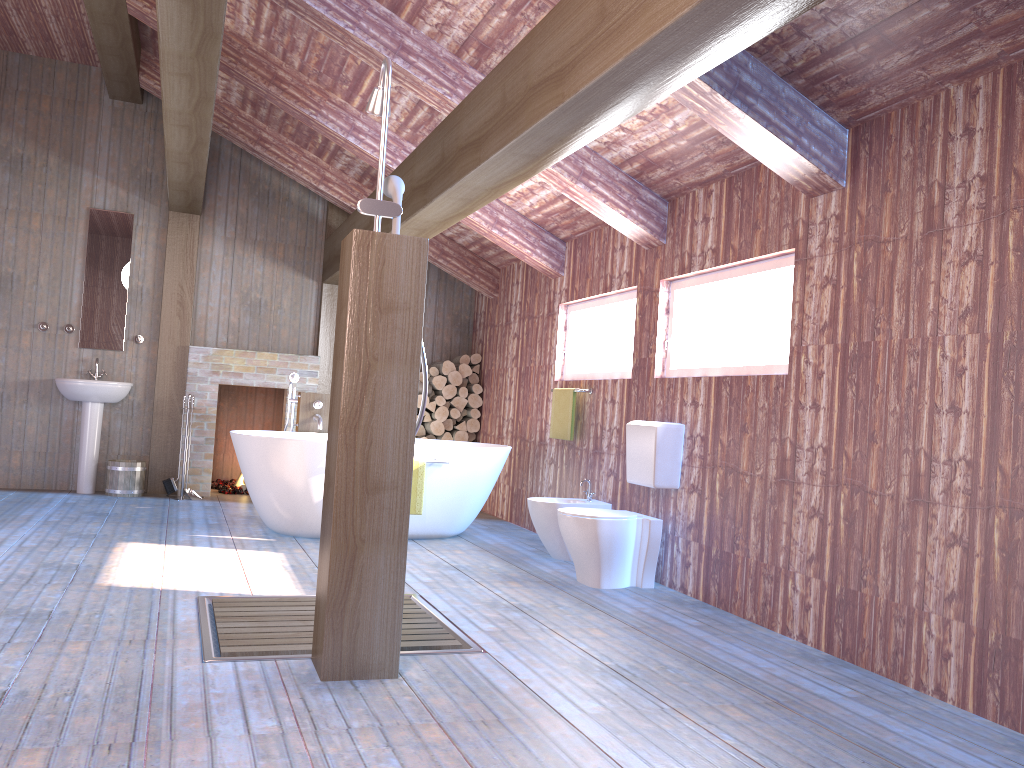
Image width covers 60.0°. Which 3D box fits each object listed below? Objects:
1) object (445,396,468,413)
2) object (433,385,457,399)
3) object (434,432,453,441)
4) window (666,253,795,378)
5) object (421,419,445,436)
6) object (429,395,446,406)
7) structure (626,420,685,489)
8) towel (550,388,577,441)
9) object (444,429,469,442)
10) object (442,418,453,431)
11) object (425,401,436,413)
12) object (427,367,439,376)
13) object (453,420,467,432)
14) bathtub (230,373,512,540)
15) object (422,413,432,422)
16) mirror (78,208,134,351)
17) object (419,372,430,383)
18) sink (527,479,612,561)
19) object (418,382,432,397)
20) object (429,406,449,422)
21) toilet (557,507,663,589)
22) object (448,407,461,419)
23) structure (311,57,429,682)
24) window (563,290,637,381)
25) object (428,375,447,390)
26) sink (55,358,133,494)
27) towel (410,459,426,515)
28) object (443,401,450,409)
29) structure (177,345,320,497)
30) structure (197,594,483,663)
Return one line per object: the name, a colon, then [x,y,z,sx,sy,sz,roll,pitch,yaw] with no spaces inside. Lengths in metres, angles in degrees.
object: [-0.570,0.192,8.460,0.172,0.151,0.482,4,-2,-19]
object: [-0.654,0.081,8.399,0.143,0.151,0.440,4,-2,-20]
object: [-0.658,0.502,8.367,0.114,0.113,0.301,5,-2,-23]
window: [1.153,-0.323,4.676,0.054,0.587,1.255,4,-2,-19]
object: [-0.768,0.403,8.353,0.141,0.143,0.437,5,-2,-22]
object: [-0.731,0.153,8.365,0.102,0.109,0.438,4,-2,-20]
structure: [0.793,0.392,4.992,0.182,0.363,0.358,4,-2,-19]
towel: [0.360,0.212,6.271,0.032,0.361,0.370,4,-2,-20]
object: [-0.551,0.502,8.442,0.137,0.133,0.437,5,-2,-22]
object: [-0.653,0.375,8.382,0.111,0.118,0.302,4,-2,-21]
object: [-0.819,0.217,8.332,0.109,0.124,0.424,4,-2,-21]
object: [-0.760,-0.116,8.349,0.094,0.097,0.227,4,-2,-19]
object: [-0.540,0.386,8.439,0.115,0.112,0.423,4,-2,-20]
bathtub: [-0.980,0.499,6.253,1.935,1.109,1.460,4,-2,2]
object: [-0.823,0.307,8.337,0.085,0.096,0.280,4,-2,-19]
mirror: [-3.479,-0.892,7.613,0.350,1.199,0.009,4,-2,-20]
object: [-0.882,-0.051,8.417,0.140,0.121,0.319,4,-2,-19]
sink: [0.340,0.859,5.663,0.515,0.517,0.335,4,-2,-19]
object: [-0.893,0.031,8.200,0.302,0.157,0.121,4,-2,-19]
object: [-0.720,0.283,8.372,0.136,0.157,0.439,4,-2,-19]
toilet: [0.497,0.905,4.884,0.534,0.400,0.375,4,-2,-19]
object: [-0.598,0.270,8.416,0.102,0.109,0.438,4,-2,-20]
structure: [-0.468,-0.112,3.162,0.328,2.209,0.522,4,-2,0]
window: [0.635,-0.312,6.133,0.054,0.587,1.255,4,-2,-19]
object: [-0.745,-0.016,8.384,0.139,0.148,0.458,4,-2,-20]
sink: [-3.502,0.348,7.373,0.582,1.143,0.475,4,-2,-21]
towel: [-0.745,0.662,5.730,0.370,0.361,0.032,5,-2,-24]
object: [-0.658,0.206,8.373,0.095,0.090,0.278,4,-2,-19]
structure: [-2.350,0.366,7.950,1.130,1.330,0.226,4,-2,-21]
structure: [-0.750,1.001,3.629,1.000,0.067,1.000,4,-2,-21]
